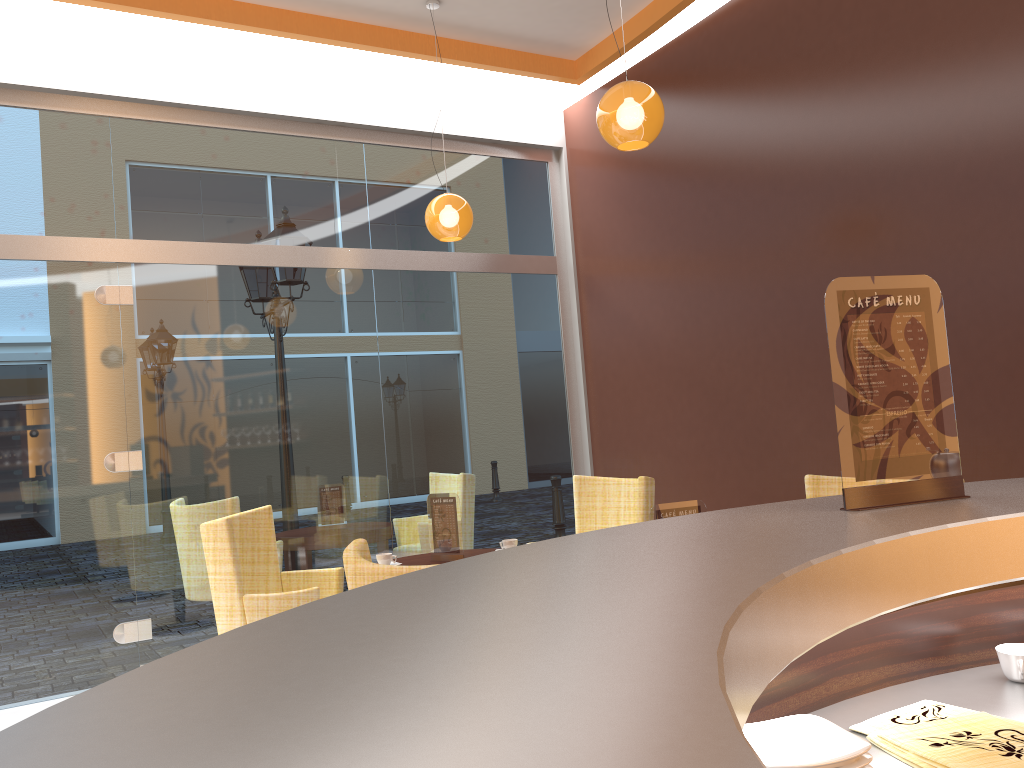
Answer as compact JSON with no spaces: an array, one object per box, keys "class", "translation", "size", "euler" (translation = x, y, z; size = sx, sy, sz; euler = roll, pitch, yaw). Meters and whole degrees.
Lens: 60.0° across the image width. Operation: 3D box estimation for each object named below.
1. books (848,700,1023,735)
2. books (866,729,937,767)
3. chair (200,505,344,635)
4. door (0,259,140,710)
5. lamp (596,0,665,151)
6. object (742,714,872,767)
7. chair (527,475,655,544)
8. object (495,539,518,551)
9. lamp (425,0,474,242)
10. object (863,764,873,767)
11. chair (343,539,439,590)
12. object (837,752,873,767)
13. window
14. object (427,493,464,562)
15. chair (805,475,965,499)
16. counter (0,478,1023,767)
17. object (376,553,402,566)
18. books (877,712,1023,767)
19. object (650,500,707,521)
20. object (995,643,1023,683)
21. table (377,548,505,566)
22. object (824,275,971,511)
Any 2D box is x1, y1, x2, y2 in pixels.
[{"class":"books","translation":[0.606,0.480,1.241],"size":[0.193,0.009,0.189],"euler":[-3,-4,-32]},{"class":"books","translation":[0.596,0.475,1.153],"size":[0.187,0.011,0.189],"euler":[-4,-3,-11]},{"class":"chair","translation":[-1.076,1.097,4.174],"size":[0.685,1.017,0.729],"euler":[-5,-3,1]},{"class":"door","translation":[-2.990,0.544,4.871],"size":[1.640,2.499,0.020],"euler":[-3,-4,-31]},{"class":"lamp","translation":[0.473,-1.795,3.949],"size":[0.299,1.500,0.299],"euler":[-7,-4,37]},{"class":"object","translation":[0.334,0.431,1.058],"size":[0.153,0.020,0.153],"euler":[-4,-3,-13]},{"class":"chair","translation":[0.436,1.004,4.686],"size":[0.685,1.017,0.729],"euler":[-3,-4,-28]},{"class":"object","translation":[-0.007,0.823,4.483],"size":[0.153,0.069,0.153],"euler":[-4,-3,-9]},{"class":"lamp","translation":[-0.436,-1.635,5.494],"size":[0.299,1.500,0.299],"euler":[-6,-4,27]},{"class":"object","translation":[0.336,0.459,1.056],"size":[0.153,0.020,0.153],"euler":[-4,-3,-13]},{"class":"chair","translation":[-0.057,0.915,2.394],"size":[0.729,1.017,0.685],"euler":[-7,-4,37]},{"class":"object","translation":[0.335,0.445,1.057],"size":[0.153,0.020,0.153],"euler":[-4,-3,-13]},{"class":"window","translation":[-3.030,0.046,4.899],"size":[8.200,3.380,0.040],"euler":[-3,-4,-31]},{"class":"object","translation":[-0.333,0.711,4.404],"size":[0.209,0.335,0.042],"euler":[-7,-4,34]},{"class":"chair","translation":[1.289,0.856,3.257],"size":[0.685,1.017,0.729],"euler":[-3,-3,-24]},{"class":"counter","translation":[0.475,0.730,0.588],"size":[1.586,1.100,2.917],"euler":[-5,-3,14]},{"class":"object","translation":[-0.621,0.863,4.315],"size":[0.153,0.069,0.153],"euler":[-3,-4,-30]},{"class":"books","translation":[0.611,0.471,1.148],"size":[0.185,0.016,0.188],"euler":[-4,-3,-16]},{"class":"object","translation":[0.559,0.556,2.912],"size":[0.209,0.335,0.042],"euler":[-4,-3,-17]},{"class":"object","translation":[0.823,0.453,1.428],"size":[0.073,0.050,0.086],"euler":[-4,-3,-9]},{"class":"table","translation":[-0.270,1.211,4.338],"size":[0.872,0.679,0.874],"euler":[-5,-3,16]},{"class":"object","translation":[0.692,0.009,1.607],"size":[0.258,0.414,0.052],"euler":[-4,-3,-17]}]
